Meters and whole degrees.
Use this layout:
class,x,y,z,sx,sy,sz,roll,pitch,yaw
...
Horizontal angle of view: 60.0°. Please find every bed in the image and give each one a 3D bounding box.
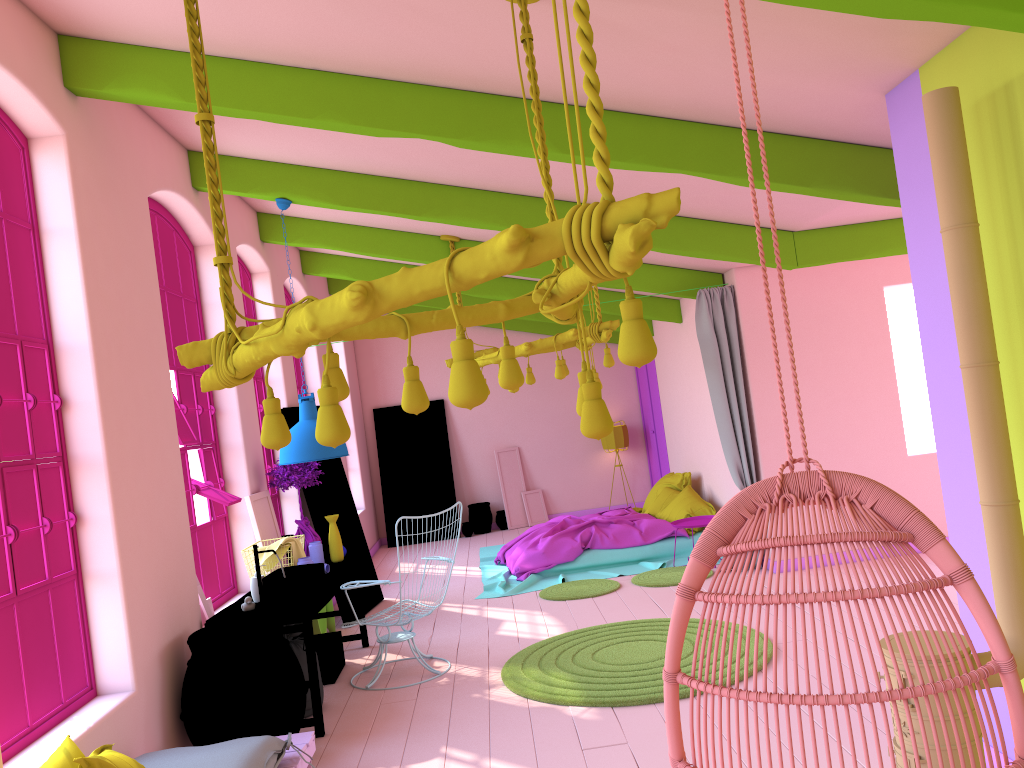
class,x,y,z,sx,sy,sz,roll,pitch,yaw
bed,0.910,1.833,10.850,2.802,0.514,3.577,-8,-2,-2

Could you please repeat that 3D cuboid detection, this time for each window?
class,x,y,z,sx,sy,sz,roll,pitch,yaw
window,-2.300,0.071,3.928,0.072,3.046,1.275,-8,-1,-2
window,-2.437,0.224,8.305,0.072,3.046,1.275,-8,-1,-2
window,-2.381,0.166,6.386,0.492,3.003,1.498,-8,-1,-2
window,-2.507,0.302,10.210,0.214,3.009,1.514,-8,-1,-2

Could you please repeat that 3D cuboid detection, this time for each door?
class,x,y,z,sx,sy,sz,roll,pitch,yaw
door,-1.842,1.299,9.179,0.450,2.210,1.153,-8,-1,8
door,-1.522,1.407,14.110,1.153,2.210,0.450,-8,-1,-2
door,2.182,0.708,13.628,0.108,2.590,1.677,-8,-1,-2

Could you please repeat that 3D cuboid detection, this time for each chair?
class,x,y,z,sx,sy,sz,roll,pitch,yaw
chair,0.723,-0.021,2.318,0.860,3.129,0.806,-8,-1,18
chair,-0.857,1.579,6.701,0.925,1.238,1.078,-9,-2,33

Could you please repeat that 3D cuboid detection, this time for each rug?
class,x,y,z,sx,sy,sz,roll,pitch,yaw
rug,1.598,1.920,8.857,0.793,0.021,0.792,-9,-2,25
rug,0.868,1.930,6.289,1.888,0.050,1.890,-7,-2,-15
rug,0.671,2.045,8.826,0.792,0.021,0.793,-7,-2,-19

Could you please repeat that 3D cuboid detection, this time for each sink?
class,x,y,z,sx,sy,sz,roll,pitch,yaw
sink,-1.464,1.351,6.001,0.340,0.194,0.609,-8,-2,-2

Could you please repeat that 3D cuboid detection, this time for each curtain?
class,x,y,z,sx,sy,sz,roll,pitch,yaw
curtain,2.154,0.445,8.694,0.518,2.785,0.525,-7,-1,-21

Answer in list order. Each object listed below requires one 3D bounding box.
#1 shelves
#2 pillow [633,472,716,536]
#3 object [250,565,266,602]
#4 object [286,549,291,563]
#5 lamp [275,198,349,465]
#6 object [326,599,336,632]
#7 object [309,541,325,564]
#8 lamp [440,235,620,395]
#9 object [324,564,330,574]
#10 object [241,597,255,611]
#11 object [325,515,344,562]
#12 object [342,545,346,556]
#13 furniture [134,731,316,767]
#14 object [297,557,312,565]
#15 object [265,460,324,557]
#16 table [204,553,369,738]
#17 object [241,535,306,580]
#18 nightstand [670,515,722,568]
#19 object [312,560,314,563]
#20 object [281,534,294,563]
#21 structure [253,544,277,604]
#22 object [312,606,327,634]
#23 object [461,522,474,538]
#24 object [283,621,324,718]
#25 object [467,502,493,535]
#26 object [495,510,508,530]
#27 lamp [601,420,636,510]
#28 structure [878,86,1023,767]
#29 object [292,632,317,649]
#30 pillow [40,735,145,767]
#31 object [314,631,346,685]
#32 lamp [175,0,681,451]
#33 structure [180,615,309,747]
class,x,y,z,sx,sy,sz,roll,pitch,yaw
shelves,2.838,0.064,3.962,1.841,3.103,0.384,-8,-1,-2
pillow,1.959,1.535,11.148,0.848,0.822,2.619,-7,-2,-12
object,-1.681,1.363,6.227,0.165,0.250,0.410,-9,-2,33
object,-2.130,1.590,8.160,0.182,0.222,0.182,-7,-1,-19
lamp,-1.625,-0.415,6.717,0.529,2.001,0.528,-8,-1,30
object,-1.774,2.142,8.420,0.137,0.462,0.284,-7,-1,-17
object,-1.612,1.402,7.314,0.109,0.197,0.109,-9,-2,35
lamp,0.273,-1.000,8.264,1.610,2.264,1.777,-7,-1,-20
object,-1.501,1.448,6.939,0.137,0.076,0.076,-8,-2,18
object,-1.711,1.420,5.748,0.088,0.088,0.086,-8,-1,15
object,-1.477,1.288,7.391,0.116,0.383,0.116,-7,-1,-28
object,-1.491,1.378,7.587,0.132,0.219,0.132,-8,-1,15
furniture,-1.344,1.891,2.849,0.907,0.507,3.777,-8,-2,-2
object,-1.511,1.373,6.495,0.109,0.197,0.109,-7,-1,-10
object,-1.781,1.050,7.441,0.441,0.950,0.503,-7,-2,-42
table,-1.587,1.882,6.634,0.655,0.820,2.193,-8,-2,-2
object,-1.740,1.326,6.667,0.444,0.369,0.633,-8,-2,-2
nightstand,2.000,1.661,9.344,0.596,0.458,0.595,-9,-2,36
object,-1.562,1.430,6.871,0.065,0.118,0.065,-7,-2,-43
object,-2.143,1.573,8.370,0.223,0.272,0.223,-7,-1,-15
structure,-1.661,1.277,5.971,0.166,0.396,0.087,-8,-1,7
object,-1.855,2.008,8.092,0.218,0.733,0.451,-8,-1,-2
object,-0.695,2.281,13.881,0.199,0.234,0.199,-7,-2,-35
object,-0.346,1.204,2.431,2.827,1.580,7.867,-8,-2,-1
object,-0.499,2.137,14.110,0.386,0.471,0.385,-9,-2,41
object,-0.140,2.179,14.195,0.261,0.306,0.260,-9,-2,31
lamp,1.727,1.320,14.140,0.492,1.466,0.476,-8,-1,28
structure,1.520,0.351,3.174,0.577,2.813,0.403,-8,-1,15
object,-1.624,2.072,6.805,0.300,0.448,0.672,-7,-2,-26
pillow,-1.557,1.550,2.768,0.578,0.399,1.998,-8,-2,-2
object,-1.584,2.165,6.949,0.446,0.277,0.522,-8,-2,-2
lamp,-0.263,-0.899,2.697,1.610,2.264,1.777,-7,-1,-20
structure,-1.543,1.820,5.126,0.717,0.844,0.718,-7,-2,-35
